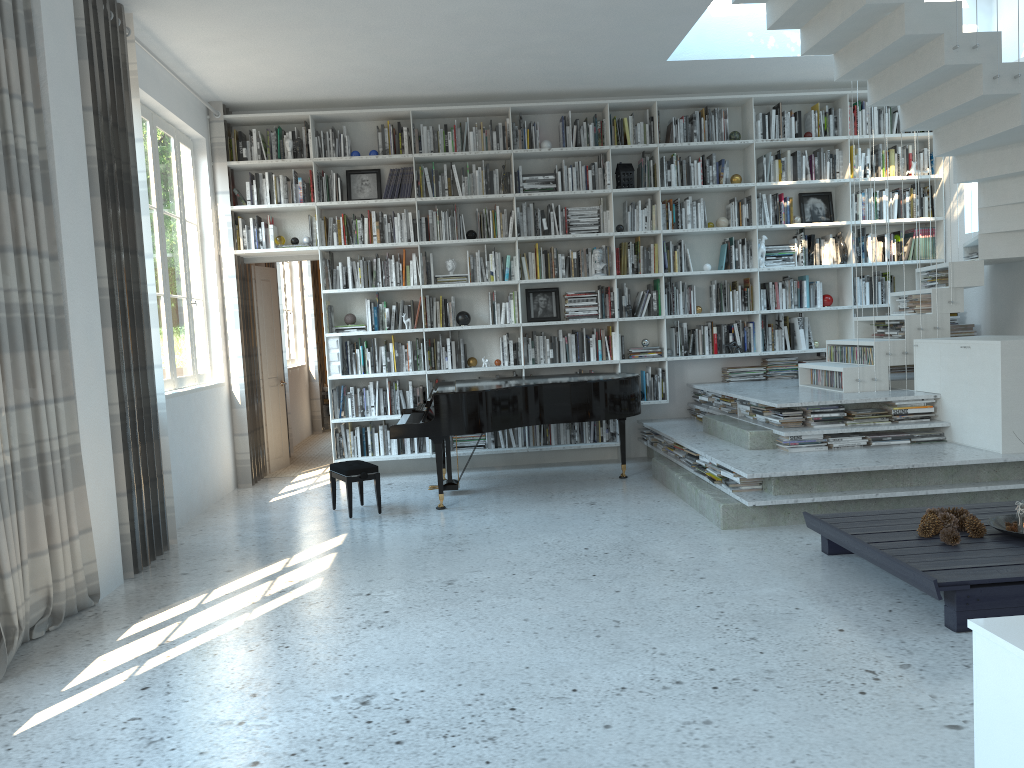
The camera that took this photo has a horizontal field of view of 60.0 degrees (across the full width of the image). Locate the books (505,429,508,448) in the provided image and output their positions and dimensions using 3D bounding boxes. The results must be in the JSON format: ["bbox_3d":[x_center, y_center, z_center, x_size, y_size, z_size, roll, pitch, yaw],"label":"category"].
[{"bbox_3d":[-0.056,0.424,7.892,0.012,0.275,0.180,-3,4,-3],"label":"books"}]

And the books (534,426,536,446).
[{"bbox_3d":[0.192,0.376,7.924,0.014,0.340,0.139,-3,4,-3],"label":"books"}]

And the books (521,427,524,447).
[{"bbox_3d":[0.086,0.462,7.915,0.024,0.180,0.171,-3,4,-3],"label":"books"}]

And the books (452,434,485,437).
[{"bbox_3d":[-0.386,0.449,7.895,0.285,0.005,0.159,-3,4,-2],"label":"books"}]

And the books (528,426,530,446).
[{"bbox_3d":[0.142,0.429,7.932,0.010,0.238,0.134,-3,4,-3],"label":"books"}]

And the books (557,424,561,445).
[{"bbox_3d":[0.408,0.386,7.938,0.026,0.294,0.155,-3,4,-3],"label":"books"}]

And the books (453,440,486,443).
[{"bbox_3d":[-0.380,0.506,7.892,0.285,0.007,0.159,-4,4,-7],"label":"books"}]

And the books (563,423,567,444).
[{"bbox_3d":[0.466,0.400,7.944,0.028,0.261,0.132,-3,4,-3],"label":"books"}]

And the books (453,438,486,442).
[{"bbox_3d":[-0.380,0.493,7.889,0.285,0.007,0.159,-4,4,-8],"label":"books"}]

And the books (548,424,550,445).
[{"bbox_3d":[0.320,0.400,7.939,0.012,0.276,0.154,-3,4,-3],"label":"books"}]

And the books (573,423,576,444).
[{"bbox_3d":[0.545,0.359,7.927,0.014,0.336,0.182,-3,4,-3],"label":"books"}]

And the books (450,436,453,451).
[{"bbox_3d":[-0.548,0.447,7.885,0.027,0.282,0.129,-3,4,-3],"label":"books"}]

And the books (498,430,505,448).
[{"bbox_3d":[-0.104,0.437,7.900,0.062,0.253,0.177,-3,4,-3],"label":"books"}]

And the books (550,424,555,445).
[{"bbox_3d":[0.355,0.434,7.919,0.028,0.206,0.174,-3,4,-3],"label":"books"}]

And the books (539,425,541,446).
[{"bbox_3d":[0.239,0.375,7.919,0.012,0.337,0.144,-3,4,-3],"label":"books"}]

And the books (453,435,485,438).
[{"bbox_3d":[-0.386,0.460,7.894,0.285,0.005,0.159,-3,4,-5],"label":"books"}]

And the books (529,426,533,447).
[{"bbox_3d":[0.161,0.420,7.908,0.026,0.256,0.183,-3,4,-3],"label":"books"}]

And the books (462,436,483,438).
[{"bbox_3d":[-0.385,0.466,7.898,0.254,0.006,0.160,-3,4,-3],"label":"books"}]

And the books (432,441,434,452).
[{"bbox_3d":[-0.706,0.454,7.878,0.012,0.285,0.159,-3,4,-3],"label":"books"}]

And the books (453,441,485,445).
[{"bbox_3d":[-0.379,0.520,7.898,0.285,0.007,0.159,-3,4,-1],"label":"books"}]

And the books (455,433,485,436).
[{"bbox_3d":[-0.387,0.444,7.895,0.285,0.005,0.159,-3,4,-4],"label":"books"}]

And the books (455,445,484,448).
[{"bbox_3d":[-0.380,0.547,7.902,0.254,0.007,0.160,-3,4,-2],"label":"books"}]

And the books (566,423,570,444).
[{"bbox_3d":[0.494,0.427,7.946,0.024,0.203,0.144,-3,4,-3],"label":"books"}]

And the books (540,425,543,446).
[{"bbox_3d":[0.263,0.387,7.923,0.034,0.311,0.169,-3,4,-3],"label":"books"}]

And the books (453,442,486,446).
[{"bbox_3d":[-0.378,0.534,7.892,0.285,0.007,0.159,-3,4,2],"label":"books"}]

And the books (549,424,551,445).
[{"bbox_3d":[0.332,0.410,7.941,0.012,0.255,0.150,-3,4,-3],"label":"books"}]

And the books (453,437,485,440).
[{"bbox_3d":[-0.382,0.479,7.898,0.285,0.007,0.159,-3,4,-2],"label":"books"}]

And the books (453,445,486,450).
[{"bbox_3d":[-0.379,0.568,7.907,0.285,0.007,0.159,-3,4,-3],"label":"books"}]

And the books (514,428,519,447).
[{"bbox_3d":[0.035,0.425,7.924,0.025,0.259,0.132,-3,4,-3],"label":"books"}]

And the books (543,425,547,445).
[{"bbox_3d":[0.292,0.416,7.937,0.022,0.247,0.143,-3,4,-3],"label":"books"}]

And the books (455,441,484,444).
[{"bbox_3d":[-0.380,0.513,7.893,0.254,0.007,0.160,-4,4,-7],"label":"books"}]

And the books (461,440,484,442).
[{"bbox_3d":[-0.381,0.499,7.899,0.254,0.007,0.160,-3,4,-2],"label":"books"}]

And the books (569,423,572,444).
[{"bbox_3d":[0.511,0.386,7.932,0.013,0.285,0.184,-3,4,-3],"label":"books"}]

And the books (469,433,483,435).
[{"bbox_3d":[-0.387,0.439,7.896,0.254,0.006,0.160,-3,4,-3],"label":"books"}]

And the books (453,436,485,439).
[{"bbox_3d":[-0.382,0.472,7.899,0.285,0.007,0.159,-3,4,-3],"label":"books"}]

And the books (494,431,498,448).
[{"bbox_3d":[-0.148,0.446,7.909,0.028,0.238,0.136,-3,4,-3],"label":"books"}]

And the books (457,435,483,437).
[{"bbox_3d":[-0.386,0.455,7.895,0.254,0.006,0.160,-3,4,-4],"label":"books"}]

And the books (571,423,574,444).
[{"bbox_3d":[0.530,0.421,7.940,0.022,0.213,0.167,-3,4,-3],"label":"books"}]

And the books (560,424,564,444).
[{"bbox_3d":[0.437,0.414,7.944,0.030,0.235,0.138,-3,4,-3],"label":"books"}]

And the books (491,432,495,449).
[{"bbox_3d":[-0.175,0.466,7.897,0.029,0.202,0.178,-3,4,-3],"label":"books"}]

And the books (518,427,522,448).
[{"bbox_3d":[0.061,0.425,7.894,0.024,0.260,0.189,-3,4,-3],"label":"books"}]

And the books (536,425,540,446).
[{"bbox_3d":[0.222,0.412,7.931,0.025,0.264,0.144,-3,4,-3],"label":"books"}]

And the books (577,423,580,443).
[{"bbox_3d":[0.579,0.393,7.949,0.024,0.262,0.131,-3,4,-3],"label":"books"}]

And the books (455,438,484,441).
[{"bbox_3d":[-0.381,0.486,7.898,0.254,0.007,0.160,-3,4,-2],"label":"books"}]

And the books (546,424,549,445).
[{"bbox_3d":[0.309,0.420,7.935,0.012,0.239,0.128,-3,4,-3],"label":"books"}]

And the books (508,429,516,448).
[{"bbox_3d":[-0.014,0.420,7.907,0.073,0.276,0.181,-3,4,-3],"label":"books"}]

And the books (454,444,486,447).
[{"bbox_3d":[-0.380,0.541,7.895,0.285,0.007,0.159,-4,4,-7],"label":"books"}]

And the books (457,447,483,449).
[{"bbox_3d":[-0.379,0.561,7.897,0.254,0.007,0.160,-3,4,1],"label":"books"}]

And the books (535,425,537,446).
[{"bbox_3d":[0.205,0.415,7.940,0.010,0.259,0.131,-3,4,-3],"label":"books"}]

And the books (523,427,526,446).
[{"bbox_3d":[0.106,0.431,7.934,0.021,0.238,0.115,-3,4,-3],"label":"books"}]

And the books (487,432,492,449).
[{"bbox_3d":[-0.208,0.436,7.905,0.031,0.266,0.144,-3,4,-3],"label":"books"}]

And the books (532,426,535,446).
[{"bbox_3d":[0.180,0.397,7.908,0.014,0.301,0.184,-3,4,-3],"label":"books"}]

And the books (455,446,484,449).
[{"bbox_3d":[-0.379,0.554,7.905,0.254,0.007,0.160,-3,4,-3],"label":"books"}]

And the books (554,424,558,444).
[{"bbox_3d":[0.382,0.436,7.951,0.030,0.197,0.143,-3,4,-3],"label":"books"}]

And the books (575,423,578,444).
[{"bbox_3d":[0.560,0.382,7.931,0.014,0.288,0.184,-3,4,-3],"label":"books"}]

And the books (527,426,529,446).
[{"bbox_3d":[0.131,0.422,7.927,0.012,0.254,0.160,-3,4,-3],"label":"books"}]

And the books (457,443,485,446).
[{"bbox_3d":[-0.378,0.527,7.894,0.254,0.007,0.160,-4,4,-7],"label":"books"}]

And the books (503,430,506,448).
[{"bbox_3d":[-0.067,0.445,7.900,0.011,0.232,0.174,-3,4,-3],"label":"books"}]
